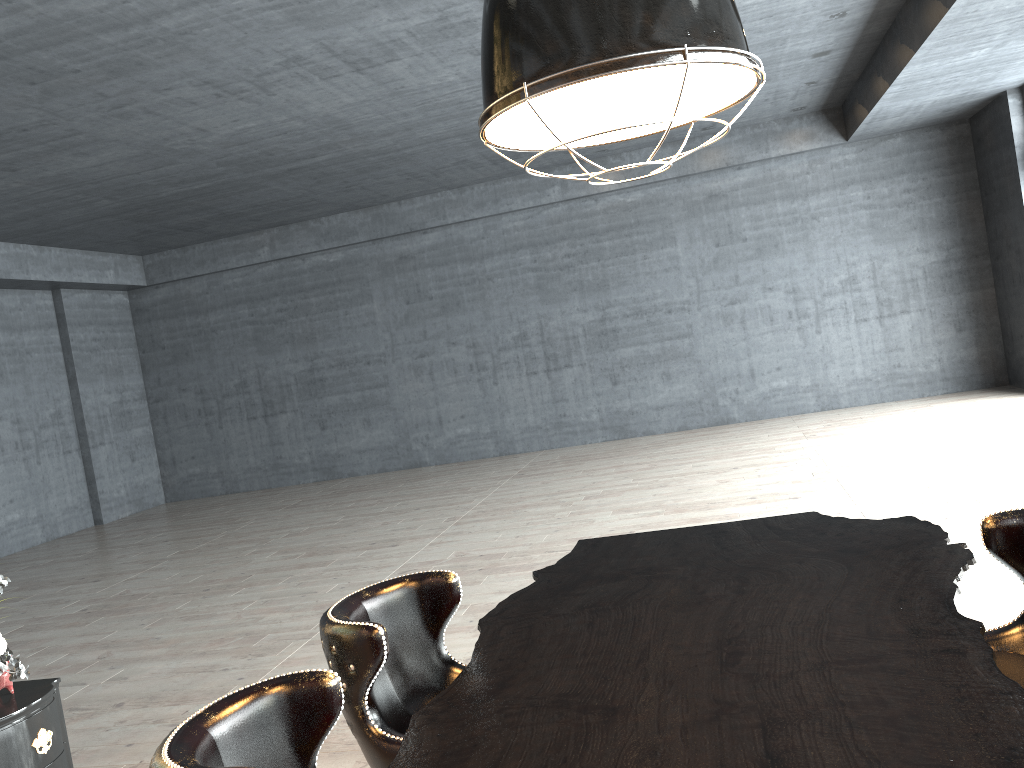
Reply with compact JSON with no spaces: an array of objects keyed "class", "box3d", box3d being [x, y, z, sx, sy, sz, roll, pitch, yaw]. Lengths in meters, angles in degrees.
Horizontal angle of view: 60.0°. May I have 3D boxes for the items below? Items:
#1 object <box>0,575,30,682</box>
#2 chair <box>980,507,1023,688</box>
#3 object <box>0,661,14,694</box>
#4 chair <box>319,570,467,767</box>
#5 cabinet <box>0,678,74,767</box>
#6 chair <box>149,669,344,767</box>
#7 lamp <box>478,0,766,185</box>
[{"class":"object","box3d":[-2.171,0.895,2.938,0.847,0.663,0.876,-8,3,44]},{"class":"chair","box3d":[1.243,0.877,2.035,0.568,1.092,0.504,-9,2,6]},{"class":"object","box3d":[-1.945,1.095,3.343,0.173,0.164,0.082,-8,2,38]},{"class":"chair","box3d":[-0.145,1.096,2.395,0.568,1.092,0.504,-9,2,22]},{"class":"cabinet","box3d":[-2.088,1.594,2.893,0.709,0.737,1.386,-9,2,13]},{"class":"chair","box3d":[-0.299,1.150,1.694,0.568,1.092,0.504,-9,2,6]},{"class":"lamp","box3d":[0.066,-1.591,1.903,0.622,2.302,0.621,-11,2,-32]}]
